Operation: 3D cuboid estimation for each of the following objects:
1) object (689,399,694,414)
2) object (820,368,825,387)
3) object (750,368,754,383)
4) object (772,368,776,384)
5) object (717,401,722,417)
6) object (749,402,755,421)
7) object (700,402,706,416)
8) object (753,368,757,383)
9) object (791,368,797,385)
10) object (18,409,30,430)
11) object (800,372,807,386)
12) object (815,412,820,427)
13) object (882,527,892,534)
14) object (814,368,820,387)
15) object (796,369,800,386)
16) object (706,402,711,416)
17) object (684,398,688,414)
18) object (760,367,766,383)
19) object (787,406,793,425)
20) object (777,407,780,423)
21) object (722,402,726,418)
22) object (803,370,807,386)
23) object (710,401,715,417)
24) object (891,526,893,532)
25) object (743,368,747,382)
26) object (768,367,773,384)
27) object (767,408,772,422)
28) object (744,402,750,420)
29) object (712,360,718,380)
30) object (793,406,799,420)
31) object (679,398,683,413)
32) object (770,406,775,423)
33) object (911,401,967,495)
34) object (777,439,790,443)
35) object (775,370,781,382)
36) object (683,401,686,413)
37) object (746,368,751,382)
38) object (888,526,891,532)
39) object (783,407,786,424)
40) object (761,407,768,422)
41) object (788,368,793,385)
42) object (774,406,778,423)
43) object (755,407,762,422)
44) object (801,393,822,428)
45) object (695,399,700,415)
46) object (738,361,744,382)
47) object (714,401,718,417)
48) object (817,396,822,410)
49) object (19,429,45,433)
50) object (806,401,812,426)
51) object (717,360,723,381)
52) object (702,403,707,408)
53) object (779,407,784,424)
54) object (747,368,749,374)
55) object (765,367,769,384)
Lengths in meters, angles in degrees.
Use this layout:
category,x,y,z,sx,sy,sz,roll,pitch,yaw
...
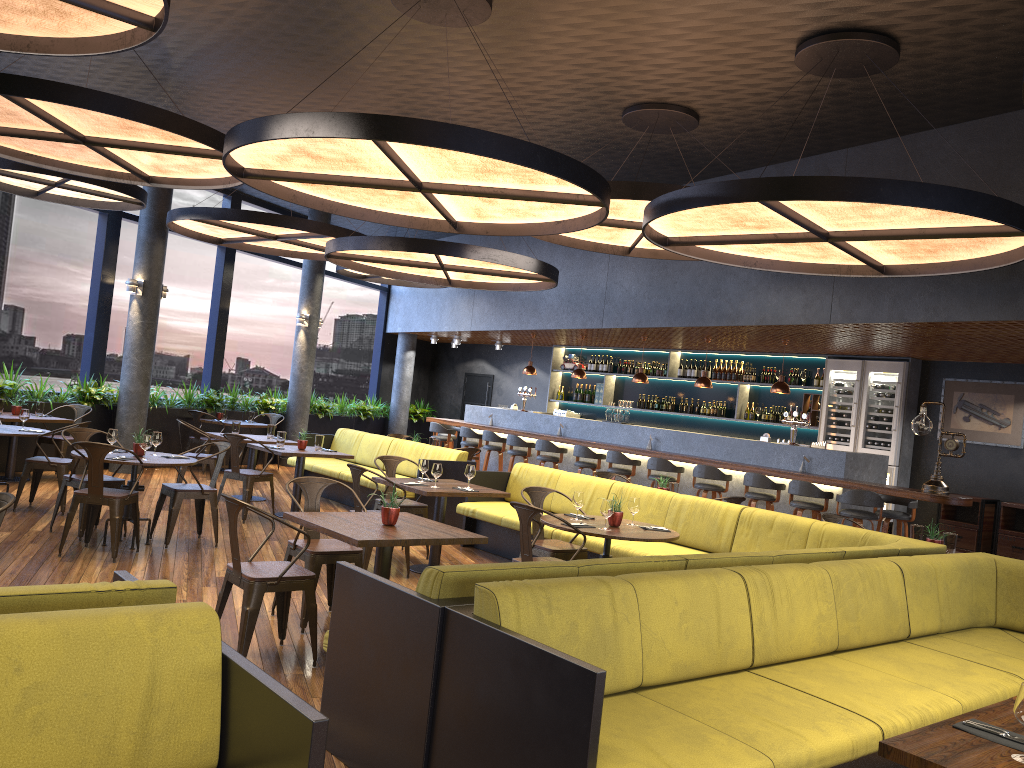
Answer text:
category,x,y,z,sx,sy,sz,roll,pitch,yaw
object,2.959,0.372,14.595,0.063,0.254,0.063,6,-1,23
object,4.486,-0.087,12.767,0.079,0.281,0.079,6,-1,19
object,3.690,-0.133,13.613,0.056,0.227,0.056,6,-1,37
object,3.967,-0.120,13.421,0.063,0.254,0.063,6,-1,38
object,3.284,0.398,14.024,0.063,0.254,0.063,7,-1,-32
object,3.698,0.423,13.639,0.079,0.281,0.079,6,-1,29
object,3.095,0.397,14.308,0.088,0.224,0.088,6,-1,20
object,3.736,-0.127,13.652,0.056,0.227,0.056,7,-1,-38
object,4.147,-0.106,13.025,0.063,0.254,0.063,6,-1,-12
object,-4.875,0.353,8.857,0.097,0.206,0.097,7,-1,-35
object,4.254,-0.072,12.956,0.097,0.206,0.097,6,-1,19
object,4.400,0.510,12.741,0.097,0.206,0.097,6,-1,1
object,4.901,2.005,11.940,0.277,0.206,0.416,7,-1,-37
object,4.425,-0.092,12.840,0.079,0.281,0.079,7,-1,-31
object,4.214,-0.098,13.101,0.063,0.254,0.063,6,-1,13
object,3.163,0.403,14.226,0.088,0.224,0.088,7,-1,-25
object,2.858,0.360,14.545,0.063,0.254,0.063,6,-1,-2
object,3.812,-0.136,13.449,0.063,0.254,0.063,7,-1,-42
object,4.122,0.460,13.125,0.079,0.281,0.079,6,-1,24
object,4.009,0.467,13.366,0.063,0.254,0.063,6,-1,13
object,3.372,0.408,14.085,0.063,0.254,0.063,6,-1,23
object,4.316,-0.087,13.078,0.063,0.254,0.063,7,-1,-32
object,3.195,0.389,14.095,0.063,0.254,0.063,5,-1,43
object,5.082,2.004,11.866,0.056,0.205,0.057,6,-1,26
object,3.612,-0.140,13.707,0.056,0.227,0.056,6,-1,12
object,3.895,-0.128,13.360,0.063,0.254,0.063,6,-1,23
object,3.909,0.472,13.425,0.088,0.224,0.088,5,-1,45
object,3.638,0.418,13.711,0.079,0.281,0.079,7,-1,-36
object,3.250,-0.225,14.159,0.084,0.330,0.084,7,-1,-33
object,4.182,0.466,13.052,0.079,0.281,0.079,5,-1,44
object,2.794,0.354,14.623,0.063,0.254,0.063,6,-1,23
object,3.894,0.452,13.250,0.063,0.254,0.063,7,-1,-37
object,4.385,0.652,9.148,0.566,0.944,0.263,5,-1,43
object,4.055,1.066,13.134,0.204,0.492,0.310,7,-1,-40
object,3.975,-0.097,13.268,0.097,0.206,0.097,6,-1,19
object,2.879,0.364,14.692,0.063,0.254,0.063,6,-1,38
object,3.650,-0.136,13.660,0.056,0.227,0.056,6,-1,27
object,5.031,1.998,11.830,0.056,0.205,0.056,7,-1,-39
object,4.070,0.472,13.252,0.063,0.254,0.063,7,-1,-32
object,3.816,0.461,13.367,0.088,0.224,0.088,6,-1,20
object,4.133,-0.106,13.136,0.063,0.254,0.063,6,-1,3
object,3.951,0.460,13.306,0.063,0.254,0.063,6,-1,-12
object,3.744,0.464,13.493,0.097,0.206,0.097,6,-1,19
object,4.364,0.384,12.798,0.161,0.475,0.300,7,-1,-40
object,3.041,0.379,14.508,0.063,0.254,0.063,6,-1,8
object,3.606,-0.190,13.920,0.084,0.330,0.084,7,-1,-33
object,3.268,0.398,14.158,0.063,0.254,0.063,6,-1,-12
object,4.425,0.278,12.745,0.097,0.206,0.097,6,-1,1
object,-4.753,0.459,8.742,0.255,0.019,0.157,6,-1,-8
object,4.315,0.425,12.854,0.091,0.369,0.092,6,-1,19
object,3.310,-0.220,14.087,0.084,0.330,0.084,7,-1,-33
object,3.130,0.411,14.437,0.097,0.206,0.097,6,-1,-8
object,4.012,0.464,13.192,0.063,0.254,0.063,6,-1,13
object,3.659,-0.134,13.746,0.056,0.227,0.056,7,-1,-38
object,3.892,-0.126,13.509,0.063,0.254,0.063,6,-1,13
